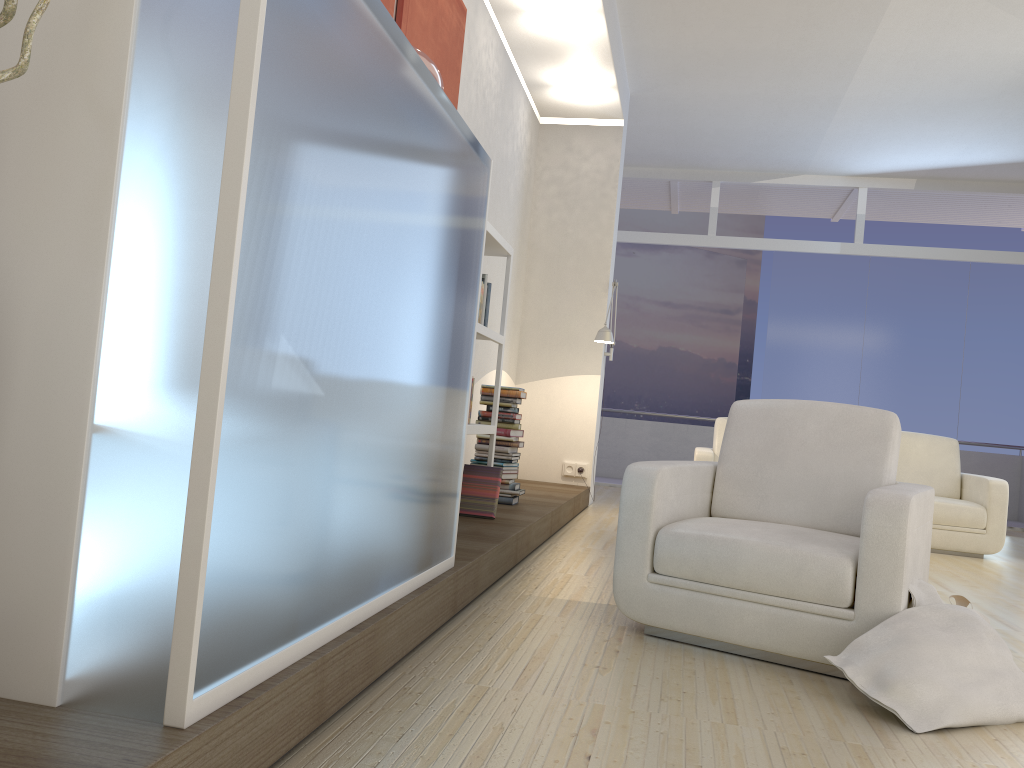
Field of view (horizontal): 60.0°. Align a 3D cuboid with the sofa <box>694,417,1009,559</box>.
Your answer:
[{"bbox_3d":[2.502,0.741,6.849,2.166,0.862,0.941,5,-2,11],"label":"sofa"}]

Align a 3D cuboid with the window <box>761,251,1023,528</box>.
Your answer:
[{"bbox_3d":[4.191,0.021,9.341,2.988,2.706,0.012,5,-2,11],"label":"window"}]

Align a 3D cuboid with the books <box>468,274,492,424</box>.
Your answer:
[{"bbox_3d":[-0.298,-0.196,4.052,0.215,0.743,0.831,5,-2,11],"label":"books"}]

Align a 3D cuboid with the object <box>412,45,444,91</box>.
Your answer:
[{"bbox_3d":[-0.473,-0.922,2.694,0.534,0.206,0.546,7,-3,-42],"label":"object"}]

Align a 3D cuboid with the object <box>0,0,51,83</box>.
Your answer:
[{"bbox_3d":[-0.816,-0.212,1.281,0.250,1.422,0.277,5,-2,14],"label":"object"}]

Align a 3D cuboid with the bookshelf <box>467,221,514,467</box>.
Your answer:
[{"bbox_3d":[-0.431,-0.073,3.885,0.465,1.396,1.599,5,-2,11],"label":"bookshelf"}]

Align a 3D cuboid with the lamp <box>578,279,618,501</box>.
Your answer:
[{"bbox_3d":[0.685,0.040,7.105,0.204,1.841,0.891,5,-2,7],"label":"lamp"}]

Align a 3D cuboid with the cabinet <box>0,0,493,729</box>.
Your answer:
[{"bbox_3d":[-0.623,-0.146,2.278,0.689,1.396,1.670,5,-2,11],"label":"cabinet"}]

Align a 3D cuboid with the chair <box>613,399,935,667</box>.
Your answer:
[{"bbox_3d":[0.989,0.454,3.199,0.919,0.828,0.941,4,-2,31],"label":"chair"}]

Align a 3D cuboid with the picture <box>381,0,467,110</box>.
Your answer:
[{"bbox_3d":[-0.600,-1.762,3.316,0.030,0.794,3.227,5,-2,11],"label":"picture"}]

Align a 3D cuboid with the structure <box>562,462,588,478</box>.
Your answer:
[{"bbox_3d":[0.523,0.709,7.326,0.206,0.114,0.028,5,-2,11],"label":"structure"}]

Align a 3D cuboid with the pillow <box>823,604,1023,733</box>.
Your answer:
[{"bbox_3d":[1.240,0.789,2.481,0.712,0.287,0.299,6,-2,-26],"label":"pillow"}]

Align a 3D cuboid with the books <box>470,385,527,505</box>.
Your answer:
[{"bbox_3d":[-0.069,0.364,5.363,0.329,0.694,0.270,5,-2,11],"label":"books"}]

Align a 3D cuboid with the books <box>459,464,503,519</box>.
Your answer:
[{"bbox_3d":[-0.341,0.503,4.053,0.274,0.281,1.125,5,-2,18],"label":"books"}]

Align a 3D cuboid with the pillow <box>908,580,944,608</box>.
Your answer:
[{"bbox_3d":[1.372,0.777,2.743,0.312,0.315,0.615,4,-2,38],"label":"pillow"}]

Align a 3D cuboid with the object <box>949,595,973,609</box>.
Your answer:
[{"bbox_3d":[1.737,0.907,3.431,0.089,0.149,0.265,5,-2,24],"label":"object"}]
